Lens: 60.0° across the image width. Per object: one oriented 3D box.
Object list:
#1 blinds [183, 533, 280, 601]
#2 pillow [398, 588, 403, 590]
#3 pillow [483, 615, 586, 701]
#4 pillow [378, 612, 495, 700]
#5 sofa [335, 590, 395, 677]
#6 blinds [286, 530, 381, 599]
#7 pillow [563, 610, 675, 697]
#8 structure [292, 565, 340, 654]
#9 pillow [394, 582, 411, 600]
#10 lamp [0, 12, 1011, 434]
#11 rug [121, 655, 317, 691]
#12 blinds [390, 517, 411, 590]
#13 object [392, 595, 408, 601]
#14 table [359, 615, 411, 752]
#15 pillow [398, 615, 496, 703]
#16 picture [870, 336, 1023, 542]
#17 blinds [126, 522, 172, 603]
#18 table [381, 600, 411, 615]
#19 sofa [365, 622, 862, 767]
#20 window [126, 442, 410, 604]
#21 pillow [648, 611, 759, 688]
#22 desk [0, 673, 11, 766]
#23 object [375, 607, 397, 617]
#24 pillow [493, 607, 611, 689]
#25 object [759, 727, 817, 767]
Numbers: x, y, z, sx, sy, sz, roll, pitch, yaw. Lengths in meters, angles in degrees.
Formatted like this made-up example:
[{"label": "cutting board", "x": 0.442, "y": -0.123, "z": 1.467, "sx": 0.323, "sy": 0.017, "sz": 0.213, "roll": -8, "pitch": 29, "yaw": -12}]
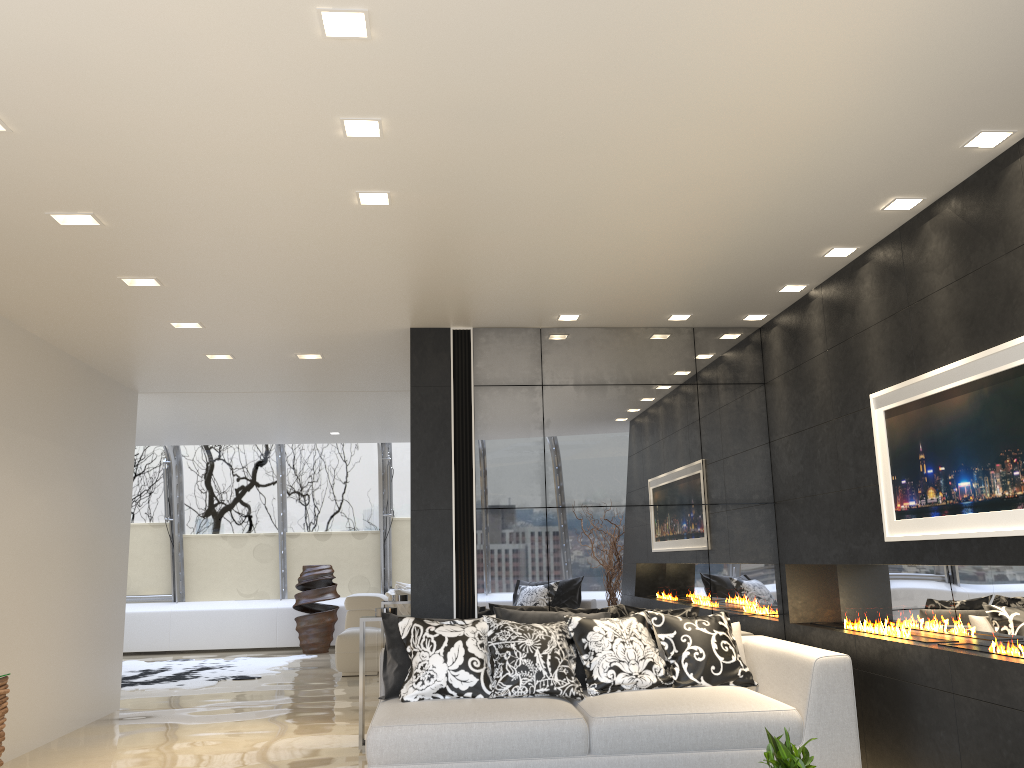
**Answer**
[{"label": "blinds", "x": -4.294, "y": 2.820, "z": 13.600, "sx": 1.430, "sy": 1.027, "sz": 0.329, "roll": 0, "pitch": -11, "yaw": -5}, {"label": "pillow", "x": -1.233, "y": 2.897, "z": 11.605, "sx": 0.394, "sy": 0.471, "sz": 0.604, "roll": -4, "pitch": -11, "yaw": 10}, {"label": "pillow", "x": 0.133, "y": 1.648, "z": 5.327, "sx": 0.623, "sy": 0.505, "sz": 0.393, "roll": 1, "pitch": -11, "yaw": -11}, {"label": "pillow", "x": -0.432, "y": 1.693, "z": 5.560, "sx": 0.808, "sy": 0.525, "sz": 0.434, "roll": 0, "pitch": -11, "yaw": -9}, {"label": "sofa", "x": -0.053, "y": 3.139, "z": 11.684, "sx": 4.169, "sy": 0.866, "sz": 3.257, "roll": 0, "pitch": -11, "yaw": -5}, {"label": "blinds", "x": -2.760, "y": 2.809, "z": 13.736, "sx": 1.430, "sy": 1.027, "sz": 0.329, "roll": 0, "pitch": -11, "yaw": -5}, {"label": "pillow", "x": 0.675, "y": 1.654, "z": 5.466, "sx": 0.598, "sy": 0.470, "sz": 0.390, "roll": 3, "pitch": -12, "yaw": -21}, {"label": "structure", "x": -2.829, "y": 3.258, "z": 12.829, "sx": 0.674, "sy": 1.258, "sz": 0.672, "roll": 5, "pitch": -13, "yaw": -28}, {"label": "pillow", "x": -0.451, "y": 2.986, "z": 12.307, "sx": 3.322, "sy": 0.530, "sz": 1.656, "roll": 6, "pitch": -14, "yaw": -34}, {"label": "lamp", "x": -2.264, "y": -0.304, "z": 6.756, "sx": 9.928, "sy": 0.004, "sz": 9.775, "roll": -1, "pitch": -11, "yaw": -4}, {"label": "rug", "x": -3.901, "y": 3.475, "z": 10.700, "sx": 2.705, "sy": 0.008, "sz": 3.220, "roll": 0, "pitch": -11, "yaw": -5}, {"label": "blinds", "x": -1.237, "y": 2.700, "z": 13.860, "sx": 1.376, "sy": 1.214, "sz": 0.387, "roll": 0, "pitch": -11, "yaw": -5}, {"label": "object", "x": -1.092, "y": 2.087, "z": 8.649, "sx": 0.153, "sy": 0.059, "sz": 0.151, "roll": -9, "pitch": -14, "yaw": 34}, {"label": "table", "x": -0.869, "y": 2.053, "z": 6.117, "sx": 0.350, "sy": 0.872, "sz": 0.202, "roll": 0, "pitch": -11, "yaw": -5}, {"label": "pillow", "x": -0.383, "y": 1.644, "z": 5.307, "sx": 0.607, "sy": 0.483, "sz": 0.368, "roll": 0, "pitch": -11, "yaw": -6}, {"label": "picture", "x": 2.098, "y": 0.253, "z": 3.845, "sx": 0.025, "sy": 0.804, "sz": 2.068, "roll": 0, "pitch": -11, "yaw": -5}, {"label": "blinds", "x": -5.825, "y": 2.733, "z": 13.455, "sx": 1.376, "sy": 1.214, "sz": 0.387, "roll": 0, "pitch": -11, "yaw": -5}, {"label": "table", "x": -1.081, "y": 2.542, "z": 8.558, "sx": 0.350, "sy": 0.872, "sz": 0.202, "roll": 0, "pitch": -11, "yaw": -5}, {"label": "sofa", "x": 0.495, "y": 1.898, "z": 5.308, "sx": 2.625, "sy": 0.798, "sz": 1.334, "roll": 0, "pitch": -11, "yaw": -5}, {"label": "window", "x": -4.170, "y": 1.194, "z": 6.530, "sx": 16.171, "sy": 3.674, "sz": 16.693, "roll": -2, "pitch": -11, "yaw": 1}, {"label": "pillow", "x": 1.201, "y": 1.672, "z": 5.592, "sx": 0.610, "sy": 0.479, "sz": 0.383, "roll": 2, "pitch": -12, "yaw": -18}, {"label": "desk", "x": -2.759, "y": 1.651, "z": 3.542, "sx": 0.793, "sy": 0.762, "sz": 1.436, "roll": 0, "pitch": -11, "yaw": -5}, {"label": "object", "x": -0.880, "y": 1.598, "z": 6.207, "sx": 0.153, "sy": 0.059, "sz": 0.151, "roll": 10, "pitch": -16, "yaw": -44}, {"label": "pillow", "x": 0.280, "y": 1.675, "z": 5.634, "sx": 0.796, "sy": 0.511, "sz": 0.474, "roll": -1, "pitch": -11, "yaw": -4}, {"label": "object", "x": 1.081, "y": 1.539, "z": 3.464, "sx": 0.284, "sy": 0.369, "sz": 0.215, "roll": 4, "pitch": -13, "yaw": -26}]
